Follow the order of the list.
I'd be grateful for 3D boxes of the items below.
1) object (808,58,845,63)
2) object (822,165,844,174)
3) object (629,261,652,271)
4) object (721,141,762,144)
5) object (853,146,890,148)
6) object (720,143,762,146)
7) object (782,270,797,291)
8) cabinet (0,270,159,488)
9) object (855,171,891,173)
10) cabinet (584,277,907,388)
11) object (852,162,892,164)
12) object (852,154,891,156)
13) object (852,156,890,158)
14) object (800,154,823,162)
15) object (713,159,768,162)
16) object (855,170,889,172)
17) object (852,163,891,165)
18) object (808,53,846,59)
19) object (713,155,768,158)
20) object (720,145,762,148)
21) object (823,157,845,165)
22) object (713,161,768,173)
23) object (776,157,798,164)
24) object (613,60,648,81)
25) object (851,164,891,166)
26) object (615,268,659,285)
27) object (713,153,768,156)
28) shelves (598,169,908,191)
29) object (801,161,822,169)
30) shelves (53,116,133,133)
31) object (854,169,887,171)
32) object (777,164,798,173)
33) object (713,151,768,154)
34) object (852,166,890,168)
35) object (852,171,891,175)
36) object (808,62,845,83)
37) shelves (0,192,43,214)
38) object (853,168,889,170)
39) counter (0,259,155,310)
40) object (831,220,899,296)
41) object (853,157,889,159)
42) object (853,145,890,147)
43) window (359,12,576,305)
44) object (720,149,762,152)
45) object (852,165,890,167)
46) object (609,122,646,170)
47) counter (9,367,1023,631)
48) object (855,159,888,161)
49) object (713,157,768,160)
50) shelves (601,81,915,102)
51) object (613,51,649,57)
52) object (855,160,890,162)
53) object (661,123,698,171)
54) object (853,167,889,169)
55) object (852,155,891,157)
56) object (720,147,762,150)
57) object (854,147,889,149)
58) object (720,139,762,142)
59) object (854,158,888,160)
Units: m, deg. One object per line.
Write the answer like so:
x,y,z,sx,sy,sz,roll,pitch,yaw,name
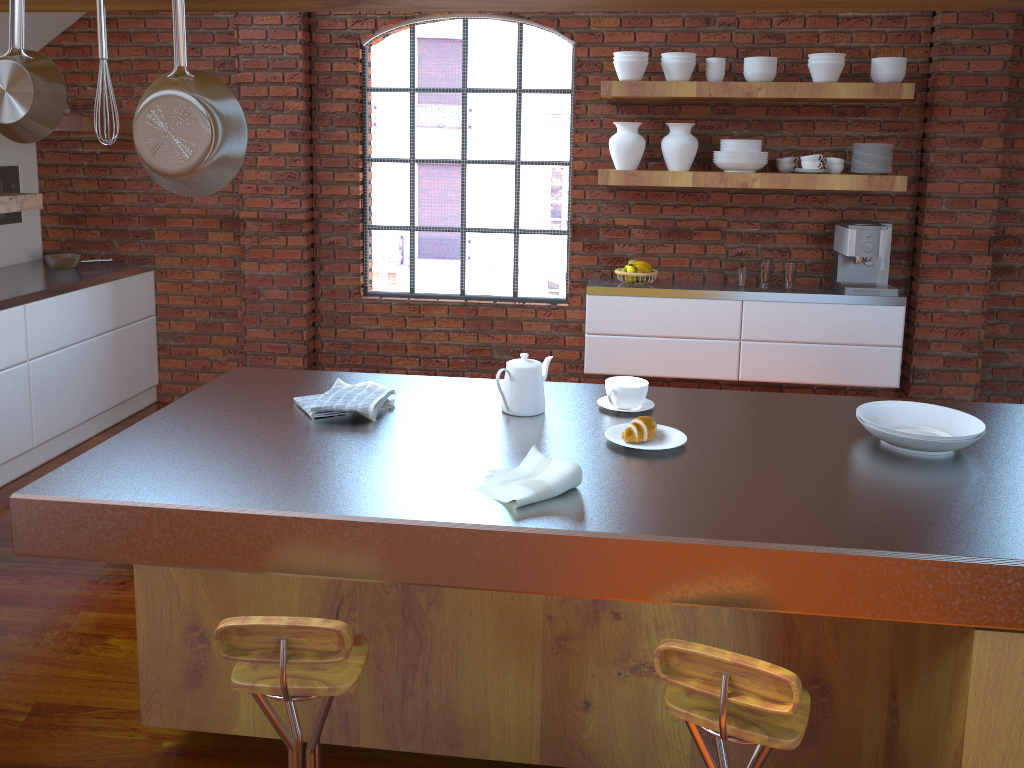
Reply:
1.593,-1.595,4.466,0.180,0.102,0.185,-5,15,-23,object
1.686,-1.125,4.611,0.100,0.046,0.093,13,18,40,object
0.708,-0.624,4.741,0.067,0.083,0.186,11,17,43,object
1.195,-1.237,4.596,0.213,0.054,0.219,0,15,-2,object
1.854,-1.212,4.519,0.195,0.013,0.198,7,16,23,object
1.195,-1.229,4.598,0.213,0.054,0.219,0,15,-2,object
1.459,-0.545,4.634,0.078,0.102,0.079,5,12,18,object
-2.634,-0.044,4.427,0.711,0.800,2.031,2,14,6,cabinet
1.852,-1.091,4.537,0.195,0.013,0.198,7,16,23,object
1.216,-0.292,4.762,1.622,0.467,0.344,3,11,7,cabinet
1.852,-1.132,4.531,0.195,0.013,0.198,7,16,23,object
1.853,-1.172,4.525,0.195,0.013,0.198,7,16,23,object
1.853,-1.163,4.527,0.195,0.013,0.198,7,16,23,object
1.532,-1.153,4.524,0.092,0.057,0.102,-1,14,-10,object
1.194,-1.148,4.610,0.281,0.054,0.288,-2,15,-10,object
1.852,-1.095,4.537,0.195,0.013,0.198,7,16,23,object
1.852,-1.127,4.532,0.195,0.013,0.198,7,16,23,object
1.594,-1.618,4.463,0.180,0.102,0.185,-5,15,-23,object
1.194,-1.170,4.606,0.281,0.054,0.288,-2,15,-10,object
1.195,-1.218,4.599,0.213,0.054,0.219,0,15,-2,object
1.689,-1.158,4.611,0.101,0.057,0.093,9,15,29,object
1.194,-1.138,4.611,0.281,0.054,0.288,-2,15,-10,object
1.457,-1.184,4.693,0.092,0.057,0.102,-5,15,-24,object
0.612,-1.612,4.548,0.183,0.102,0.182,13,18,41,object
1.852,-1.123,4.533,0.195,0.013,0.198,7,16,23,object
0.677,-0.582,4.785,0.237,0.070,0.239,-9,18,-35,object
1.194,-1.178,4.605,0.281,0.054,0.288,-2,15,-10,object
1.229,-1.080,4.645,1.536,0.075,0.345,3,15,7,shelves
1.537,-1.123,4.531,0.092,0.046,0.101,1,14,1,object
-2.642,-1.269,4.245,0.654,0.075,2.025,3,15,6,shelves
1.852,-1.100,4.536,0.195,0.013,0.198,7,16,23,object
1.462,-1.153,4.701,0.092,0.046,0.101,-2,14,-13,object
1.195,-1.189,4.604,0.281,0.054,0.288,-2,15,-10,object
1.852,-1.113,4.534,0.195,0.013,0.198,7,16,23,object
1.852,-1.086,4.538,0.195,0.013,0.198,7,16,23,object
1.593,-1.575,4.469,0.180,0.102,0.185,-5,15,-23,object
-2.703,-0.776,3.853,0.654,0.075,1.091,3,15,6,shelves
1.852,-1.104,4.535,0.195,0.013,0.198,7,16,23,object
-2.626,-0.464,4.365,0.714,0.043,2.031,3,15,6,counter
1.859,-0.666,4.605,0.271,0.363,0.387,2,12,7,object
1.853,-1.158,4.527,0.195,0.013,0.198,7,16,23,object
1.854,-1.217,4.519,0.195,0.013,0.198,7,16,23,object
3.287,-1.524,6.949,17.415,9.737,3.703,0,9,-3,window
1.195,-1.197,4.602,0.213,0.054,0.219,0,15,-2,object
1.852,-1.118,4.533,0.195,0.013,0.198,7,16,23,object
0.612,-1.262,4.678,0.194,0.245,0.195,-10,15,-43,object
0.622,0.219,2.063,3.143,0.127,1.048,3,15,7,counter
1.853,-1.149,4.529,0.195,0.013,0.198,7,16,23,object
1.194,-1.160,4.608,0.281,0.054,0.288,-2,15,-10,object
1.236,-1.521,4.580,1.536,0.075,0.345,3,15,7,shelves
0.613,-1.655,4.542,0.183,0.102,0.182,13,18,41,object
1.853,-1.145,4.529,0.195,0.013,0.198,7,16,23,object
0.884,-1.249,4.646,0.193,0.245,0.196,-3,12,-21,object
1.852,-1.109,4.535,0.195,0.013,0.198,7,16,23,object
1.853,-1.167,4.526,0.195,0.013,0.198,7,16,23,object
1.195,-1.207,4.601,0.213,0.054,0.219,0,15,-2,object
1.854,-1.208,4.520,0.195,0.013,0.198,7,16,23,object
1.196,-1.247,4.595,0.213,0.054,0.219,0,15,-2,object
1.853,-1.154,4.528,0.195,0.013,0.198,7,16,23,object
